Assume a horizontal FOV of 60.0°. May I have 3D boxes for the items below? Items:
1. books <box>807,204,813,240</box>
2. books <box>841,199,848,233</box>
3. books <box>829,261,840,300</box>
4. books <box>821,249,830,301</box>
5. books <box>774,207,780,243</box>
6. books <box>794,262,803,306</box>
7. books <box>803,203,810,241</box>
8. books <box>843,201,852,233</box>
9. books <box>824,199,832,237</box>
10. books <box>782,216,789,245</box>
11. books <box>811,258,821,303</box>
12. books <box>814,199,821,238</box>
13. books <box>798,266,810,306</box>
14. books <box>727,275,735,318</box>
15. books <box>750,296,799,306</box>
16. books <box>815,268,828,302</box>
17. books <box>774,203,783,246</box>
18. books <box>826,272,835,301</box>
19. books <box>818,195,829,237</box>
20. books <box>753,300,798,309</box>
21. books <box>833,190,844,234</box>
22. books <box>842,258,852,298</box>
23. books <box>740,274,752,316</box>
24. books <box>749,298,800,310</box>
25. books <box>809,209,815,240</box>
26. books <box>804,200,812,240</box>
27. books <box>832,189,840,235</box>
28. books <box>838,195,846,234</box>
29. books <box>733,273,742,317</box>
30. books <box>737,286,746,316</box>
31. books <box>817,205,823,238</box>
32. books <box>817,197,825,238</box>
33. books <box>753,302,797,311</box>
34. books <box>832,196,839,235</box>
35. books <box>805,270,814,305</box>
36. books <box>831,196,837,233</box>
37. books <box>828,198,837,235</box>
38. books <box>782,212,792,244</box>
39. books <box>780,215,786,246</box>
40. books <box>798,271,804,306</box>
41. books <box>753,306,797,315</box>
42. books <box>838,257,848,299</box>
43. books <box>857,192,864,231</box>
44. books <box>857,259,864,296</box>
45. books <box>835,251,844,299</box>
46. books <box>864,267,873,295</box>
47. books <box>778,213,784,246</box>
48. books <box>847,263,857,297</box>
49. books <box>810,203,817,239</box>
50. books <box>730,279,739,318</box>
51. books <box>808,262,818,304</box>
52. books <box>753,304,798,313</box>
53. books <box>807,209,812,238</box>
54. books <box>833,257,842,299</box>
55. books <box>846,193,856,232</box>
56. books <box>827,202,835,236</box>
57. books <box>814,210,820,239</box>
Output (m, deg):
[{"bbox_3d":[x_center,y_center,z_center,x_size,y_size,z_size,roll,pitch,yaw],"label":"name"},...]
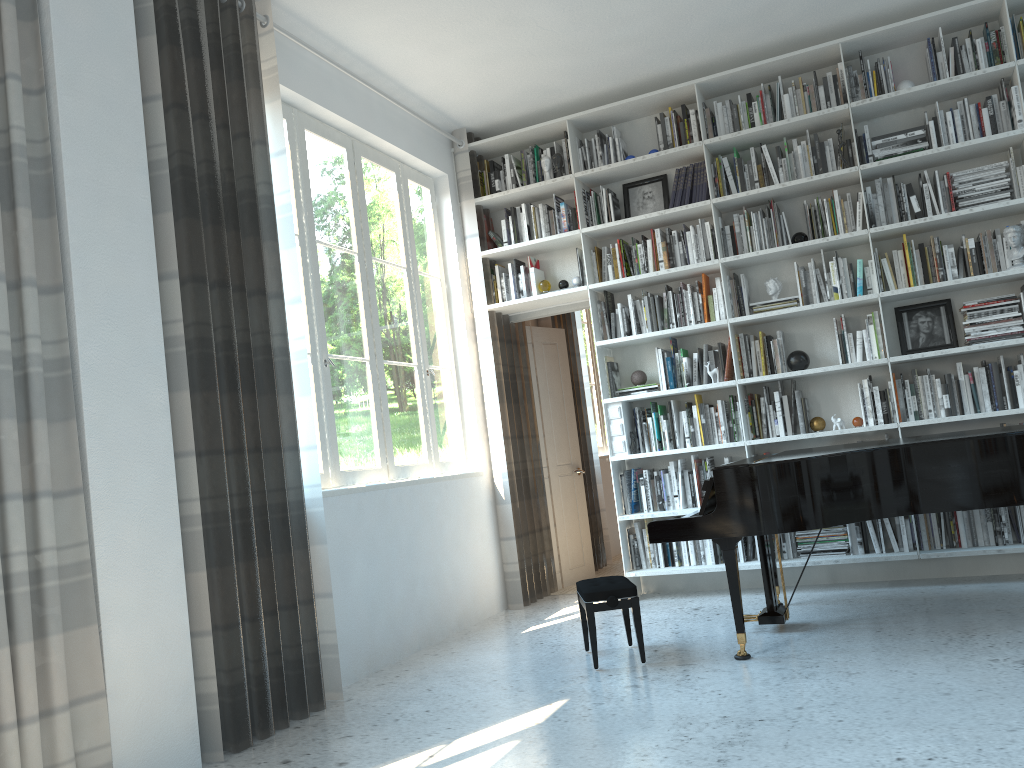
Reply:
[{"bbox_3d":[1.793,-0.942,5.308,0.005,0.240,0.173,-9,-5,23],"label":"books"},{"bbox_3d":[1.973,-0.963,5.246,0.011,0.229,0.166,-9,-5,23],"label":"books"},{"bbox_3d":[1.915,-0.592,5.250,0.028,0.247,0.170,-9,-5,23],"label":"books"},{"bbox_3d":[1.872,-0.627,5.274,0.010,0.329,0.173,-9,-5,23],"label":"books"},{"bbox_3d":[1.627,-0.935,5.395,0.004,0.284,0.166,-9,-5,23],"label":"books"},{"bbox_3d":[1.730,-0.582,5.330,0.012,0.285,0.159,-9,-5,23],"label":"books"},{"bbox_3d":[1.780,-0.945,5.335,0.005,0.254,0.161,-9,-5,23],"label":"books"},{"bbox_3d":[1.989,-0.959,5.239,0.024,0.216,0.142,-9,-5,23],"label":"books"},{"bbox_3d":[1.879,-0.959,5.257,0.013,0.243,0.189,-9,-5,23],"label":"books"},{"bbox_3d":[1.666,-0.903,5.385,0.004,0.209,0.132,-9,-5,23],"label":"books"},{"bbox_3d":[1.817,-0.597,5.289,0.012,0.286,0.167,-9,-5,23],"label":"books"},{"bbox_3d":[1.841,-0.961,5.311,0.009,0.266,0.149,-9,-5,23],"label":"books"},{"bbox_3d":[1.758,-0.568,5.312,0.030,0.247,0.174,-9,-5,23],"label":"books"},{"bbox_3d":[1.372,-0.523,5.503,0.012,0.285,0.159,-9,-5,23],"label":"books"},{"bbox_3d":[1.598,-0.496,5.393,0.285,0.012,0.159,-9,-5,19],"label":"books"},{"bbox_3d":[1.855,-0.570,5.289,0.048,0.224,0.149,-9,-5,23],"label":"books"},{"bbox_3d":[1.626,-0.938,5.375,0.011,0.287,0.189,-9,-5,23],"label":"books"},{"bbox_3d":[1.902,-0.559,5.275,0.025,0.189,0.140,-9,-5,23],"label":"books"},{"bbox_3d":[1.869,-0.976,5.299,0.033,0.287,0.155,-9,-5,23],"label":"books"},{"bbox_3d":[1.602,-0.472,5.393,0.254,0.012,0.161,-9,-6,20],"label":"books"},{"bbox_3d":[1.941,-0.987,5.249,0.022,0.284,0.190,-9,-5,23],"label":"books"},{"bbox_3d":[1.987,-0.606,5.240,0.022,0.256,0.152,-9,-5,23],"label":"books"},{"bbox_3d":[1.447,-0.532,5.465,0.021,0.277,0.136,-9,-5,23],"label":"books"},{"bbox_3d":[1.601,-0.484,5.396,0.285,0.012,0.159,-9,-6,25],"label":"books"},{"bbox_3d":[1.809,-0.931,5.319,0.013,0.216,0.149,-9,-5,23],"label":"books"},{"bbox_3d":[1.790,-0.957,5.339,0.012,0.275,0.129,-9,-5,23],"label":"books"},{"bbox_3d":[1.926,-0.995,5.259,0.006,0.303,0.165,-9,-5,23],"label":"books"},{"bbox_3d":[1.960,-0.975,5.248,0.010,0.257,0.140,-9,-5,23],"label":"books"},{"bbox_3d":[1.407,-0.534,5.501,0.011,0.297,0.135,-9,-5,23],"label":"books"},{"bbox_3d":[1.429,-0.494,5.478,0.034,0.209,0.136,-9,-5,23],"label":"books"},{"bbox_3d":[1.839,-0.938,5.276,0.006,0.216,0.181,-9,-5,23],"label":"books"},{"bbox_3d":[1.849,-0.968,5.296,0.005,0.275,0.157,-9,-5,23],"label":"books"},{"bbox_3d":[1.602,-0.460,5.388,0.254,0.012,0.161,-9,-5,18],"label":"books"},{"bbox_3d":[1.923,-0.969,5.257,0.006,0.253,0.180,-9,-5,23],"label":"books"},{"bbox_3d":[1.795,-0.561,5.327,0.024,0.227,0.137,-9,-5,23],"label":"books"},{"bbox_3d":[1.920,-0.974,5.266,0.004,0.265,0.142,-9,-5,23],"label":"books"},{"bbox_3d":[1.911,-0.966,5.270,0.017,0.253,0.139,-9,-5,23],"label":"books"},{"bbox_3d":[1.677,-0.917,5.372,0.031,0.232,0.148,-9,-5,23],"label":"books"},{"bbox_3d":[1.659,-0.906,5.390,0.012,0.218,0.151,-9,-5,23],"label":"books"},{"bbox_3d":[1.748,-0.557,5.336,0.010,0.231,0.154,-9,-5,23],"label":"books"},{"bbox_3d":[1.609,-0.436,5.396,0.254,0.012,0.161,-9,-6,23],"label":"books"},{"bbox_3d":[1.958,-0.606,5.231,0.023,0.259,0.170,-9,-5,23],"label":"books"},{"bbox_3d":[2.036,-0.980,5.185,0.064,0.236,0.209,-9,-5,23],"label":"books"},{"bbox_3d":[2.040,-0.603,5.192,0.060,0.227,0.179,-9,-5,23],"label":"books"},{"bbox_3d":[1.940,-0.624,5.238,0.011,0.300,0.178,-9,-5,23],"label":"books"},{"bbox_3d":[2.090,-0.586,5.189,0.027,0.181,0.142,-9,-5,23],"label":"books"},{"bbox_3d":[1.651,-0.914,5.401,0.009,0.236,0.134,-9,-5,23],"label":"books"},{"bbox_3d":[2.011,-0.592,5.230,0.026,0.219,0.150,-9,-5,23],"label":"books"},{"bbox_3d":[1.806,-0.943,5.292,0.005,0.236,0.178,-9,-5,23],"label":"books"},{"bbox_3d":[1.387,-0.512,5.489,0.024,0.257,0.134,-9,-5,23],"label":"books"},{"bbox_3d":[1.808,-0.584,5.306,0.022,0.267,0.151,-9,-5,23],"label":"books"},{"bbox_3d":[1.604,-0.448,5.389,0.254,0.012,0.161,-9,-5,19],"label":"books"},{"bbox_3d":[1.798,-0.940,5.332,0.005,0.238,0.146,-9,-5,23],"label":"books"},{"bbox_3d":[1.928,-0.605,5.234,0.012,0.265,0.193,-9,-5,23],"label":"books"},{"bbox_3d":[2.004,-0.983,5.223,0.022,0.257,0.155,-9,-5,23],"label":"books"},{"bbox_3d":[1.905,-0.955,5.286,0.011,0.236,0.130,-9,-5,23],"label":"books"},{"bbox_3d":[1.833,-0.927,5.304,0.011,0.200,0.162,-9,-5,23],"label":"books"}]
